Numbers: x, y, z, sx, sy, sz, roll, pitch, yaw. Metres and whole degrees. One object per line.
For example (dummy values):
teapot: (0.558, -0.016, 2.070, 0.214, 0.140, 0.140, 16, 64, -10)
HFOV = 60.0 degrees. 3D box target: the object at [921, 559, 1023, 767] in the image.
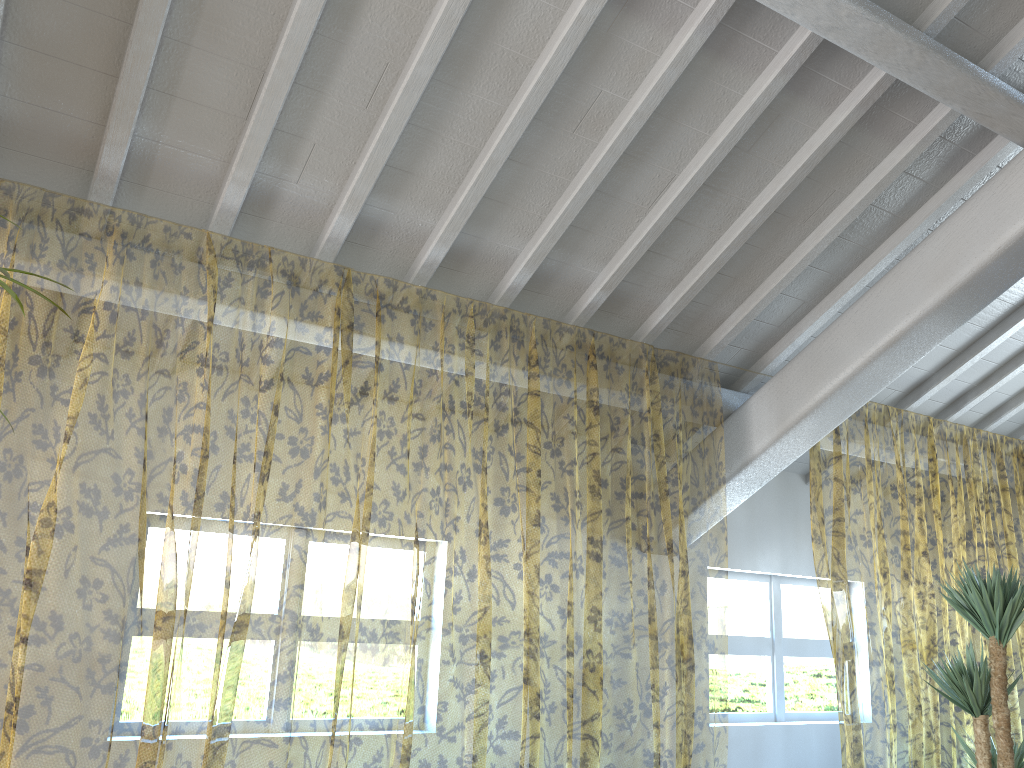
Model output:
object: (2.001, 1.531, 3.676, 0.564, 1.586, 0.588, 2, -15, 2)

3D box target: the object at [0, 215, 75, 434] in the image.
object: (-1.552, 0.260, 1.414, 1.399, 2.473, 1.177, 4, -15, -6)

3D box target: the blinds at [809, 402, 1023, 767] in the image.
blinds: (2.738, 1.481, 5.294, 2.780, 2.546, 0.306, 12, -18, -30)

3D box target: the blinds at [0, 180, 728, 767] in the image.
blinds: (-0.457, 0.819, 3.407, 3.505, 2.546, 0.306, 12, -18, -30)
